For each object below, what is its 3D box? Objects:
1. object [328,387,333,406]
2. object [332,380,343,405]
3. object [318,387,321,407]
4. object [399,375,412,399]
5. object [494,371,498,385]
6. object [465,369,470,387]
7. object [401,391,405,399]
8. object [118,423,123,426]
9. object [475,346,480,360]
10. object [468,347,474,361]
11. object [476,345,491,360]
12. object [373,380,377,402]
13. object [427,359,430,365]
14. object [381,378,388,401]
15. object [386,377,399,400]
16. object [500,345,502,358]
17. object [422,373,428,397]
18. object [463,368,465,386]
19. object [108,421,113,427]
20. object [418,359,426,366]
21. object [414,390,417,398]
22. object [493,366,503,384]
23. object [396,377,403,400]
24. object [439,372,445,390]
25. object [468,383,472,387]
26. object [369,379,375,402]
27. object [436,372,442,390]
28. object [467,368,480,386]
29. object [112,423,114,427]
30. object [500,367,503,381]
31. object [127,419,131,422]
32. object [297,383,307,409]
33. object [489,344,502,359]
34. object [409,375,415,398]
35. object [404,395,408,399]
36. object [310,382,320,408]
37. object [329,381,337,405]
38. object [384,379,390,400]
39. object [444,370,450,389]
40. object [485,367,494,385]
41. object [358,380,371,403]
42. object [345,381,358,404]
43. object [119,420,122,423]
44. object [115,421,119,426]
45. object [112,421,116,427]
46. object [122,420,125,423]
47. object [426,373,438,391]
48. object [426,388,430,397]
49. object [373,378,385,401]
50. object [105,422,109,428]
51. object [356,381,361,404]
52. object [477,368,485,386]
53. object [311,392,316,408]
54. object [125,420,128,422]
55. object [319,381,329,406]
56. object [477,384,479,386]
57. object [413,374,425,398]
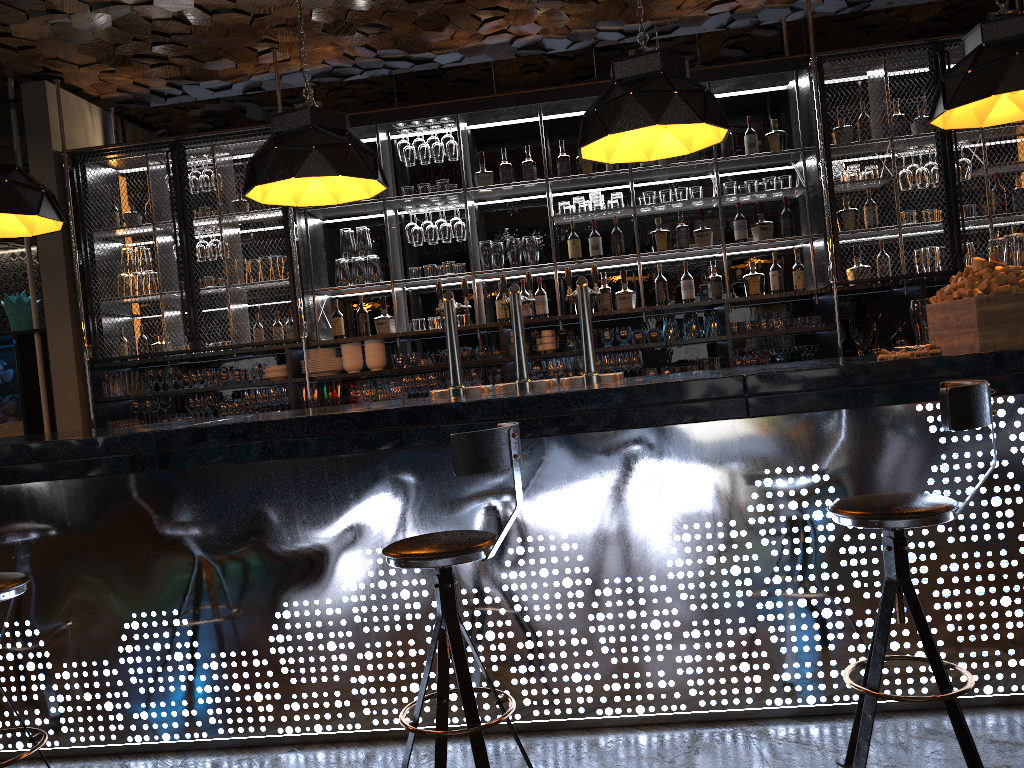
[{"bbox_3d":[-1.292,0.095,6.303,0.073,0.229,0.073,-6,1,-5],"label":"object"},{"bbox_3d":[-1.200,0.089,6.154,0.073,0.229,0.073,-6,1,-5],"label":"object"},{"bbox_3d":[-1.400,0.104,6.415,0.073,0.229,0.073,-6,1,-5],"label":"object"},{"bbox_3d":[-0.724,0.050,6.075,0.084,0.216,0.084,-6,1,-6],"label":"object"},{"bbox_3d":[-0.106,-0.013,6.172,0.071,0.217,0.071,-5,1,14],"label":"object"},{"bbox_3d":[-0.320,0.008,6.189,0.092,0.218,0.092,-6,1,-33],"label":"object"},{"bbox_3d":[-0.790,0.055,6.266,0.082,0.213,0.082,-6,1,-6],"label":"object"},{"bbox_3d":[-2.755,0.316,6.256,0.034,0.080,0.034,-5,1,19],"label":"object"},{"bbox_3d":[-0.209,-0.213,6.122,0.095,0.096,0.095,-5,1,6],"label":"object"},{"bbox_3d":[-0.311,-0.207,6.245,0.093,0.099,0.093,-6,1,-7],"label":"object"},{"bbox_3d":[-0.194,-0.213,6.016,0.095,0.096,0.095,-6,1,-20],"label":"object"},{"bbox_3d":[-0.979,0.073,6.286,0.082,0.213,0.082,-5,1,27],"label":"object"},{"bbox_3d":[-0.600,-0.151,6.193,0.049,0.048,0.044,-6,1,-6],"label":"object"},{"bbox_3d":[-0.896,0.067,6.186,0.082,0.213,0.082,-6,1,-15],"label":"object"},{"bbox_3d":[-0.816,0.060,6.087,0.082,0.213,0.082,-5,1,36],"label":"object"},{"bbox_3d":[-0.100,-0.225,6.186,0.095,0.096,0.095,-7,1,-43],"label":"object"},{"bbox_3d":[-0.614,0.037,6.194,0.084,0.216,0.084,-6,1,-1],"label":"object"},{"bbox_3d":[-0.346,0.007,6.108,0.071,0.226,0.071,-6,1,-22],"label":"object"},{"bbox_3d":[-2.842,0.315,6.287,0.033,0.101,0.033,-5,1,30],"label":"object"},{"bbox_3d":[-0.616,-0.147,6.087,0.044,0.048,0.049,-6,1,-41],"label":"object"},{"bbox_3d":[-0.694,0.042,6.343,0.084,0.216,0.084,-5,1,45],"label":"object"},{"bbox_3d":[-0.086,-0.013,6.047,0.071,0.217,0.071,-5,1,14],"label":"object"},{"bbox_3d":[-0.800,0.057,6.177,0.082,0.213,0.082,-6,1,-13],"label":"object"},{"bbox_3d":[-0.513,0.025,6.325,0.084,0.216,0.084,-5,1,29],"label":"object"},{"bbox_3d":[-0.303,0.004,6.295,0.092,0.218,0.092,-6,1,-33],"label":"object"},{"bbox_3d":[-0.996,0.076,6.196,0.082,0.213,0.082,-6,1,-18],"label":"object"},{"bbox_3d":[-0.529,0.029,6.192,0.084,0.216,0.084,-6,1,-42],"label":"object"},{"bbox_3d":[-0.252,0.003,6.048,0.092,0.218,0.092,-6,1,-33],"label":"object"},{"bbox_3d":[-2.871,0.316,6.385,0.028,0.097,0.028,-5,1,31],"label":"object"},{"bbox_3d":[-0.087,-0.016,6.249,0.071,0.217,0.071,-5,1,14],"label":"object"},{"bbox_3d":[-2.783,0.306,6.453,0.031,0.098,0.031,-5,1,28],"label":"object"},{"bbox_3d":[-1.443,0.112,6.164,0.073,0.229,0.073,-6,1,-5],"label":"object"},{"bbox_3d":[-0.116,-0.221,6.080,0.095,0.096,0.095,-5,1,30],"label":"object"},{"bbox_3d":[-0.704,0.045,6.208,0.084,0.216,0.084,-5,1,18],"label":"object"},{"bbox_3d":[-0.779,0.052,6.354,0.082,0.213,0.082,-6,1,-3],"label":"object"},{"bbox_3d":[-1.376,0.104,6.228,0.073,0.229,0.073,-6,1,-5],"label":"object"},{"bbox_3d":[-1.244,0.091,6.232,0.073,0.229,0.073,-6,1,-5],"label":"object"},{"bbox_3d":[-0.887,0.064,6.276,0.082,0.213,0.082,-5,1,38],"label":"object"},{"bbox_3d":[-0.422,0.015,6.074,0.071,0.226,0.071,-6,1,-22],"label":"object"},{"bbox_3d":[-0.144,-0.008,6.092,0.071,0.217,0.071,-5,1,14],"label":"object"},{"bbox_3d":[-1.010,0.079,6.110,0.082,0.213,0.082,-5,1,35],"label":"object"},{"bbox_3d":[-1.099,0.087,6.119,0.082,0.213,0.082,-5,1,35],"label":"object"},{"bbox_3d":[-2.798,0.309,6.338,0.031,0.098,0.031,-6,1,-20],"label":"object"},{"bbox_3d":[-2.800,0.310,6.301,0.031,0.098,0.031,-5,1,45],"label":"object"},{"bbox_3d":[-2.836,0.313,6.332,0.033,0.101,0.033,-6,1,-14],"label":"object"},{"bbox_3d":[-2.790,0.308,6.378,0.031,0.098,0.031,-6,1,-33],"label":"object"},{"bbox_3d":[-0.541,0.032,6.055,0.084,0.216,0.084,-6,1,-42],"label":"object"},{"bbox_3d":[-0.604,0.034,6.328,0.084,0.216,0.084,-6,1,5],"label":"object"},{"bbox_3d":[-0.907,0.069,6.099,0.082,0.213,0.082,-5,1,39],"label":"object"},{"bbox_3d":[-2.879,0.318,6.319,0.028,0.097,0.028,-6,1,-4],"label":"object"},{"bbox_3d":[-1.087,0.085,6.209,0.082,0.213,0.082,-6,1,-2],"label":"object"},{"bbox_3d":[-0.225,-0.001,6.154,0.092,0.218,0.092,-6,1,-33],"label":"object"},{"bbox_3d":[-1.407,0.106,6.307,0.073,0.229,0.073,-6,1,-5],"label":"object"},{"bbox_3d":[-2.789,0.307,6.412,0.031,0.098,0.031,-6,1,-39],"label":"object"},{"bbox_3d":[-1.297,0.098,6.169,0.073,0.229,0.073,-6,1,-5],"label":"object"},{"bbox_3d":[-0.240,-0.002,6.290,0.092,0.218,0.092,-6,1,-33],"label":"object"},{"bbox_3d":[-0.631,0.041,6.064,0.084,0.216,0.084,-5,1,21],"label":"object"}]
